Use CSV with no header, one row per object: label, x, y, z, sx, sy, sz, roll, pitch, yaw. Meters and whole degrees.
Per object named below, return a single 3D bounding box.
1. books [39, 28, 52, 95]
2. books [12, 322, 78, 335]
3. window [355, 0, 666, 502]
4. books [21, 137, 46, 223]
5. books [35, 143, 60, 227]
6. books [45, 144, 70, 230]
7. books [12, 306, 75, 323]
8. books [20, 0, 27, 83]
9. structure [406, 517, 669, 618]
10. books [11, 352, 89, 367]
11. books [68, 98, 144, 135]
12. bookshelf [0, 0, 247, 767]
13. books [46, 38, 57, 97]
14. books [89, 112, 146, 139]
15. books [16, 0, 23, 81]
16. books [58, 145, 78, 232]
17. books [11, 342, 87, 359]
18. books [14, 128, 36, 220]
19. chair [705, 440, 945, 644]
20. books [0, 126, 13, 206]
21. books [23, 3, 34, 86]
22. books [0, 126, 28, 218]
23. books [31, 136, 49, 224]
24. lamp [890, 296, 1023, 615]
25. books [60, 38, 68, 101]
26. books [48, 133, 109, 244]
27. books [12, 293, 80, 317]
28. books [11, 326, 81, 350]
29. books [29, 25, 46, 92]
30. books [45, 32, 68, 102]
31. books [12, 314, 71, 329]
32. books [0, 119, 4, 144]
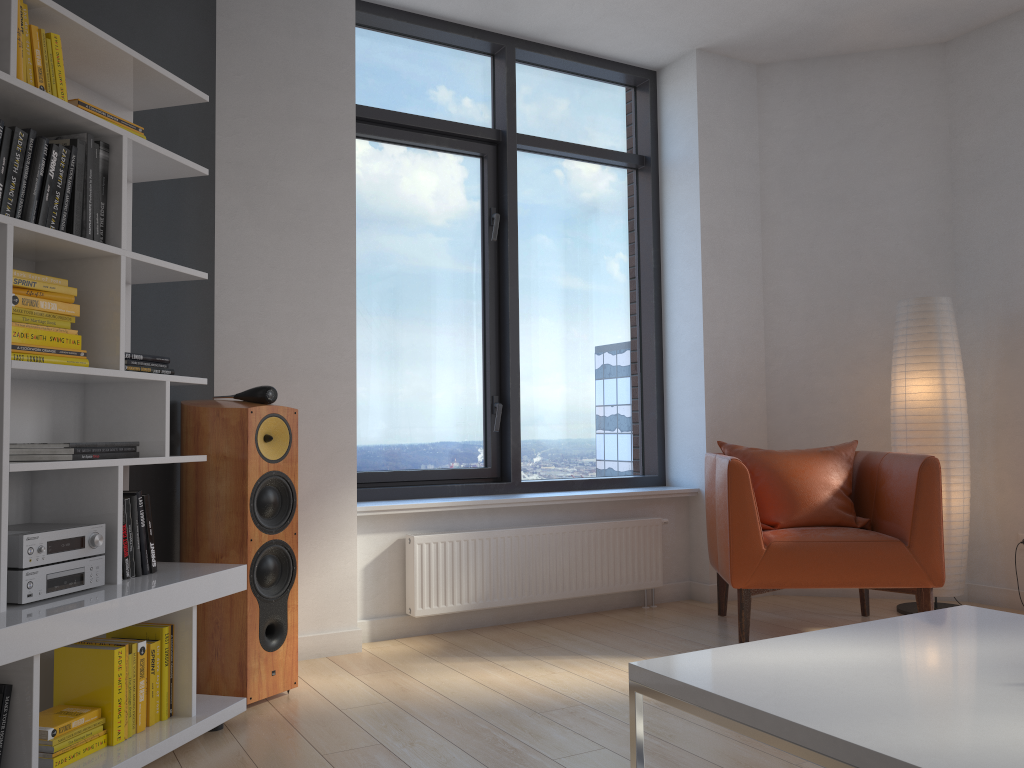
books,-1.281,-0.837,2.341,0.128,0.178,0.044,-2,-3,15
books,-1.339,-0.146,2.385,0.189,0.014,0.251,-2,-3,19
window,-0.034,-0.631,4.679,1.960,2.402,0.170,1,-4,-30
books,-1.303,-0.518,2.304,0.172,0.242,0.069,-2,-3,16
books,-1.303,-0.517,2.355,0.179,0.243,0.071,-2,-3,14
books,-1.304,-0.518,2.394,0.191,0.249,0.084,-2,-3,15
books,-1.337,-0.183,2.389,0.171,0.019,0.239,-2,-3,15
books,-1.323,-0.864,2.270,0.163,0.224,0.041,-2,-3,14
structure,0.176,0.918,4.320,1.474,0.460,0.110,1,-4,-30
books,-1.311,-0.059,2.377,0.194,0.028,0.257,-2,-3,20
books,-1.259,-0.772,2.614,0.203,0.024,0.257,-2,-3,18
bookshelf,-1.477,-0.016,1.493,0.455,2.052,3.000,-2,-3,15
books,-1.265,-0.827,2.355,0.108,0.161,0.046,-2,-3,14
books,-1.249,-0.746,2.613,0.194,0.028,0.257,-2,-3,20
books,-1.311,-0.867,2.243,0.161,0.229,0.041,-2,-3,14
books,-1.295,-0.521,2.428,0.197,0.260,0.066,-2,-3,15
books,-1.320,-0.084,2.378,0.203,0.024,0.257,-2,-3,18
books,-1.336,-0.528,2.291,0.197,0.260,0.066,-2,-3,15
chair,1.350,0.686,4.044,0.896,0.858,0.843,-1,-3,3
books,-1.350,-0.522,2.220,0.179,0.243,0.068,-2,-3,14
books,-1.323,-0.862,2.301,0.164,0.224,0.054,-2,-3,15
books,-1.344,-0.525,2.258,0.191,0.249,0.084,-2,-3,15
books,-1.322,-0.523,2.333,0.192,0.254,0.075,-2,-3,14
lamp,2.259,0.342,4.260,0.804,1.550,0.502,-2,-3,21
books,-1.275,-0.837,2.407,0.142,0.184,0.044,-2,-3,16
books,-1.297,-0.541,2.530,0.259,0.321,0.128,-2,-3,15
books,-1.332,-0.208,2.400,0.176,0.033,0.239,-2,-3,18
books,-1.325,-0.118,2.382,0.189,0.042,0.243,-2,-3,15
books,-1.294,-0.838,2.324,0.132,0.180,0.054,-2,-3,15
books,-1.273,-0.837,2.383,0.141,0.184,0.064,-2,-3,16
books,-1.323,-0.164,2.372,0.145,0.023,0.217,-2,-3,20
books,-1.363,-0.530,2.196,0.192,0.254,0.075,-2,-3,14
